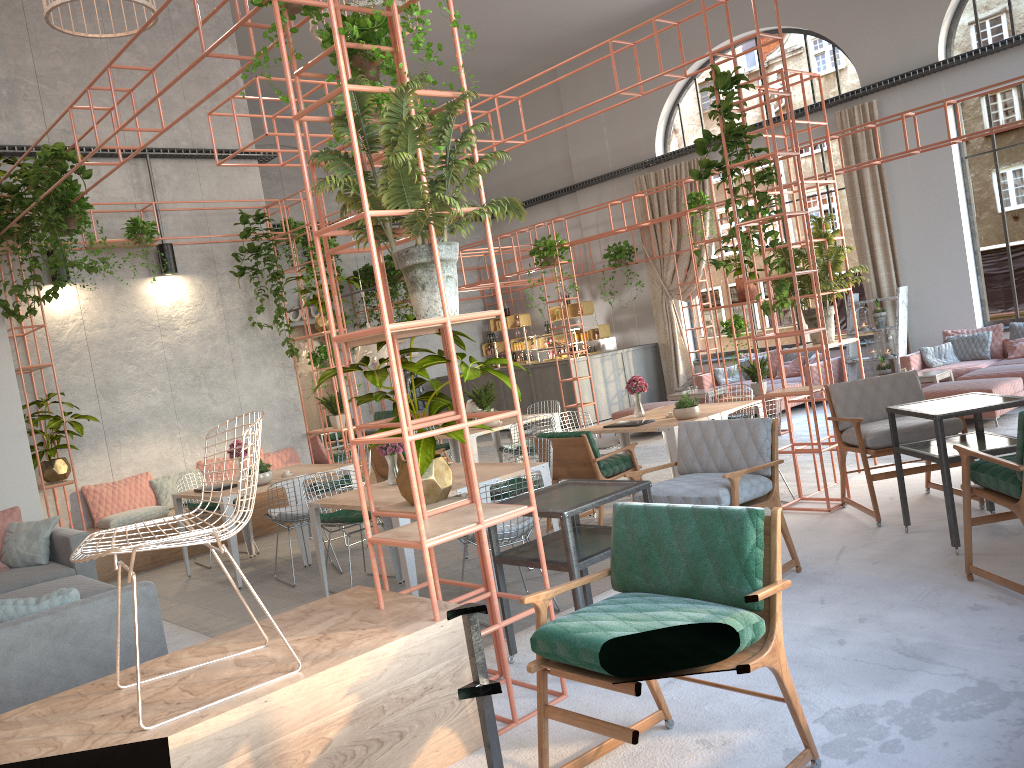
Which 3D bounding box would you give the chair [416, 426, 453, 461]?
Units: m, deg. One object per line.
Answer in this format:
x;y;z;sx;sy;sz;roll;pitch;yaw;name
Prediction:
-1.029;0.944;11.176;0.565;0.941;0.717;-12;4;-40;chair

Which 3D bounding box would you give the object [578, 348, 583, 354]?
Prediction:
1.425;-0.674;18.225;0.115;0.107;0.115;-12;4;-44;object

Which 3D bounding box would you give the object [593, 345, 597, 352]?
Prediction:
1.705;-0.732;18.205;0.073;0.131;0.073;-7;4;42;object

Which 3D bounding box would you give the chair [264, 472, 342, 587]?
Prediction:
-1.876;1.253;7.926;0.565;0.941;0.717;-11;3;-25;chair

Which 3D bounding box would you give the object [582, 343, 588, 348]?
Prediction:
1.500;-0.792;18.213;0.115;0.107;0.115;-9;3;15;object

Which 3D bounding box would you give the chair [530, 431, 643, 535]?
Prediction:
0.696;0.832;7.858;0.685;0.917;0.722;-12;4;-41;chair

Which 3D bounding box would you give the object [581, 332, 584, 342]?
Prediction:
1.446;-0.960;18.107;0.069;0.191;0.069;-10;3;-6;object

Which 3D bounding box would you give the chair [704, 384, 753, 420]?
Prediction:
2.162;0.521;9.070;0.565;0.941;0.717;-7;4;45;chair

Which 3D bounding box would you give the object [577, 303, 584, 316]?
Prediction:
1.408;-1.524;18.185;0.137;0.261;0.137;-10;3;-5;object

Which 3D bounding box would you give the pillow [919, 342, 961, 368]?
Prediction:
6.056;-0.399;12.510;0.500;0.324;0.307;-10;3;-6;pillow

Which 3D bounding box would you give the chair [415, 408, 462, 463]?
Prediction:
-1.132;0.831;13.912;0.685;0.929;0.722;-12;4;-41;chair

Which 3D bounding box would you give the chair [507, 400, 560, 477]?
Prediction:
0.317;0.722;11.146;0.565;0.941;0.717;-7;4;45;chair

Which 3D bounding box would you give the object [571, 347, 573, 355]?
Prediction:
1.261;-0.752;18.524;0.065;0.280;0.065;-9;3;2;object

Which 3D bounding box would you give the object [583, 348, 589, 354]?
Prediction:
1.510;-0.684;18.128;0.115;0.107;0.115;-9;3;15;object

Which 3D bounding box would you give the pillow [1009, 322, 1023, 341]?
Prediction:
7.126;-0.628;11.929;0.273;0.476;0.836;-12;4;-41;pillow

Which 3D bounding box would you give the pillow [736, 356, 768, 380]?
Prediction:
4.098;-0.261;15.179;0.289;0.385;0.666;-12;4;-41;pillow

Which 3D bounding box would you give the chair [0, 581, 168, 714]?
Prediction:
-2.547;1.420;4.712;1.056;0.586;1.127;-12;4;-41;chair

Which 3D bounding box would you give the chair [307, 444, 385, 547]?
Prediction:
-1.758;1.163;9.283;0.565;0.941;0.717;-7;4;45;chair

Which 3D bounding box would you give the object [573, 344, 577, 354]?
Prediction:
1.319;-0.767;18.580;0.074;0.287;0.072;-10;3;-9;object

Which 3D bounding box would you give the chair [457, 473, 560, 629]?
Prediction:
-0.076;1.059;5.876;0.565;0.941;0.717;-11;3;-25;chair

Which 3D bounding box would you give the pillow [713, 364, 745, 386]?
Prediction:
3.730;-0.148;15.160;0.500;0.324;0.307;-10;3;-6;pillow

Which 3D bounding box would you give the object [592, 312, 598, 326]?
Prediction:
1.680;-1.321;17.997;0.075;0.273;0.075;-7;4;37;object

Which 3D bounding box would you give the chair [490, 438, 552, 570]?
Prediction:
0.042;0.969;7.232;0.565;0.941;0.717;-7;4;45;chair

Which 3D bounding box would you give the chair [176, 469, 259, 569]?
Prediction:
-3.103;1.386;9.313;0.565;0.941;0.717;-12;4;-40;chair

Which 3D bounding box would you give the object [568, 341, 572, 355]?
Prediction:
1.198;-0.743;18.460;0.066;0.291;0.066;-8;3;33;object

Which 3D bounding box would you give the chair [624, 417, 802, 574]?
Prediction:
1.140;0.704;5.125;0.685;0.929;0.722;-12;4;-41;chair

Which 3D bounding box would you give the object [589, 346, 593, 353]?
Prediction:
1.603;-0.710;18.106;0.073;0.131;0.073;-7;4;41;object

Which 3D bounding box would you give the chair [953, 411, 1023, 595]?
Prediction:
2.618;0.512;4.190;0.722;0.917;0.685;-10;3;-1;chair

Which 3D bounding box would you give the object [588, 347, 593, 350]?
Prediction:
1.601;-0.703;18.210;0.115;0.107;0.115;-12;4;-35;object

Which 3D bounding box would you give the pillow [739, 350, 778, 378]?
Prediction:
4.213;-0.317;15.266;0.276;0.474;0.839;-12;4;-41;pillow

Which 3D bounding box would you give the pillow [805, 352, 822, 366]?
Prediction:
4.790;-0.305;14.119;0.308;0.349;0.495;-9;3;8;pillow

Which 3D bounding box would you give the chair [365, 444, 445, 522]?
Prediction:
-1.149;1.033;9.934;0.685;0.917;0.722;-12;4;-41;chair

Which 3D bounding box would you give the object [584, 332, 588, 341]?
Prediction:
1.506;-0.966;18.039;0.069;0.191;0.069;-11;3;-24;object

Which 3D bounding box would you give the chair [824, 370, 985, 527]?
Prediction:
2.653;0.410;6.095;0.722;0.914;0.685;-10;3;-1;chair

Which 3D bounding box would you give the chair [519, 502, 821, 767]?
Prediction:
0.511;0.919;3.000;0.685;0.929;0.722;-12;4;-41;chair

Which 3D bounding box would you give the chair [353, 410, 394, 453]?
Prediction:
-2.297;0.957;15.239;0.685;0.930;0.722;-12;4;-41;chair

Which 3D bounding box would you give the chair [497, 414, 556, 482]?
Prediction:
0.199;0.811;9.789;0.565;0.941;0.717;-11;3;-25;chair

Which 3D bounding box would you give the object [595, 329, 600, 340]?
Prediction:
1.739;-1.003;17.836;0.131;0.207;0.131;-9;3;4;object

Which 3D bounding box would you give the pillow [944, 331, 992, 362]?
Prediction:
6.424;-0.512;12.528;0.289;0.385;0.666;-12;4;-41;pillow

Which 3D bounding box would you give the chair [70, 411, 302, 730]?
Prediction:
-1.176;0.624;3.184;0.717;0.941;0.565;-11;3;-33;chair

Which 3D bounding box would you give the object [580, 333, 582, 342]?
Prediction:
1.450;-0.972;18.329;0.069;0.191;0.069;-10;3;-2;object

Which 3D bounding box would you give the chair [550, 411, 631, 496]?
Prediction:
0.816;0.744;9.101;0.565;0.941;0.717;-12;4;-40;chair

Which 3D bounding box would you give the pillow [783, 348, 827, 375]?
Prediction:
4.801;-0.377;14.579;0.273;0.476;0.836;-12;4;-41;pillow

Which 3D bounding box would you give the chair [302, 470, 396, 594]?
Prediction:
-1.304;1.192;7.263;0.565;0.941;0.717;-12;4;-40;chair

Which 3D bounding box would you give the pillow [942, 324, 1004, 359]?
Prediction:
6.538;-0.568;12.616;0.276;0.474;0.839;-12;4;-41;pillow

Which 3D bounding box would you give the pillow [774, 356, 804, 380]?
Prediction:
4.537;-0.263;14.495;0.479;0.317;0.441;-8;3;30;pillow

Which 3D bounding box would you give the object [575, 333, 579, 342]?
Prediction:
1.339;-0.948;18.229;0.069;0.191;0.069;-11;3;-29;object

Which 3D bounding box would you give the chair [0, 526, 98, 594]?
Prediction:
-4.003;1.589;6.990;1.127;0.672;1.052;-12;4;-41;chair

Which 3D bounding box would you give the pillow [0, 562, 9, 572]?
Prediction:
-4.300;1.389;6.934;0.441;0.317;0.479;-8;3;30;pillow

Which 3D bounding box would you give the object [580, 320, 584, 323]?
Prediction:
1.425;-1.227;18.115;0.083;0.159;0.083;-9;3;3;object

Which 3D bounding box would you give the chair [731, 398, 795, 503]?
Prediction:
2.044;0.611;7.714;0.565;0.941;0.717;-11;3;-25;chair

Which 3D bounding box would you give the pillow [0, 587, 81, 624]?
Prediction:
-2.441;1.215;4.598;0.499;0.324;0.307;-10;3;-6;pillow

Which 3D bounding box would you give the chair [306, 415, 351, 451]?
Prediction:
-3.437;1.080;16.538;0.685;0.930;0.722;-12;4;-41;chair

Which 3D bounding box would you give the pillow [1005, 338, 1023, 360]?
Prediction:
6.862;-0.514;11.845;0.479;0.317;0.441;-8;3;30;pillow

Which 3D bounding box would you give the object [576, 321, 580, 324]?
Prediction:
1.365;-1.221;18.183;0.083;0.159;0.083;-9;3;3;object
